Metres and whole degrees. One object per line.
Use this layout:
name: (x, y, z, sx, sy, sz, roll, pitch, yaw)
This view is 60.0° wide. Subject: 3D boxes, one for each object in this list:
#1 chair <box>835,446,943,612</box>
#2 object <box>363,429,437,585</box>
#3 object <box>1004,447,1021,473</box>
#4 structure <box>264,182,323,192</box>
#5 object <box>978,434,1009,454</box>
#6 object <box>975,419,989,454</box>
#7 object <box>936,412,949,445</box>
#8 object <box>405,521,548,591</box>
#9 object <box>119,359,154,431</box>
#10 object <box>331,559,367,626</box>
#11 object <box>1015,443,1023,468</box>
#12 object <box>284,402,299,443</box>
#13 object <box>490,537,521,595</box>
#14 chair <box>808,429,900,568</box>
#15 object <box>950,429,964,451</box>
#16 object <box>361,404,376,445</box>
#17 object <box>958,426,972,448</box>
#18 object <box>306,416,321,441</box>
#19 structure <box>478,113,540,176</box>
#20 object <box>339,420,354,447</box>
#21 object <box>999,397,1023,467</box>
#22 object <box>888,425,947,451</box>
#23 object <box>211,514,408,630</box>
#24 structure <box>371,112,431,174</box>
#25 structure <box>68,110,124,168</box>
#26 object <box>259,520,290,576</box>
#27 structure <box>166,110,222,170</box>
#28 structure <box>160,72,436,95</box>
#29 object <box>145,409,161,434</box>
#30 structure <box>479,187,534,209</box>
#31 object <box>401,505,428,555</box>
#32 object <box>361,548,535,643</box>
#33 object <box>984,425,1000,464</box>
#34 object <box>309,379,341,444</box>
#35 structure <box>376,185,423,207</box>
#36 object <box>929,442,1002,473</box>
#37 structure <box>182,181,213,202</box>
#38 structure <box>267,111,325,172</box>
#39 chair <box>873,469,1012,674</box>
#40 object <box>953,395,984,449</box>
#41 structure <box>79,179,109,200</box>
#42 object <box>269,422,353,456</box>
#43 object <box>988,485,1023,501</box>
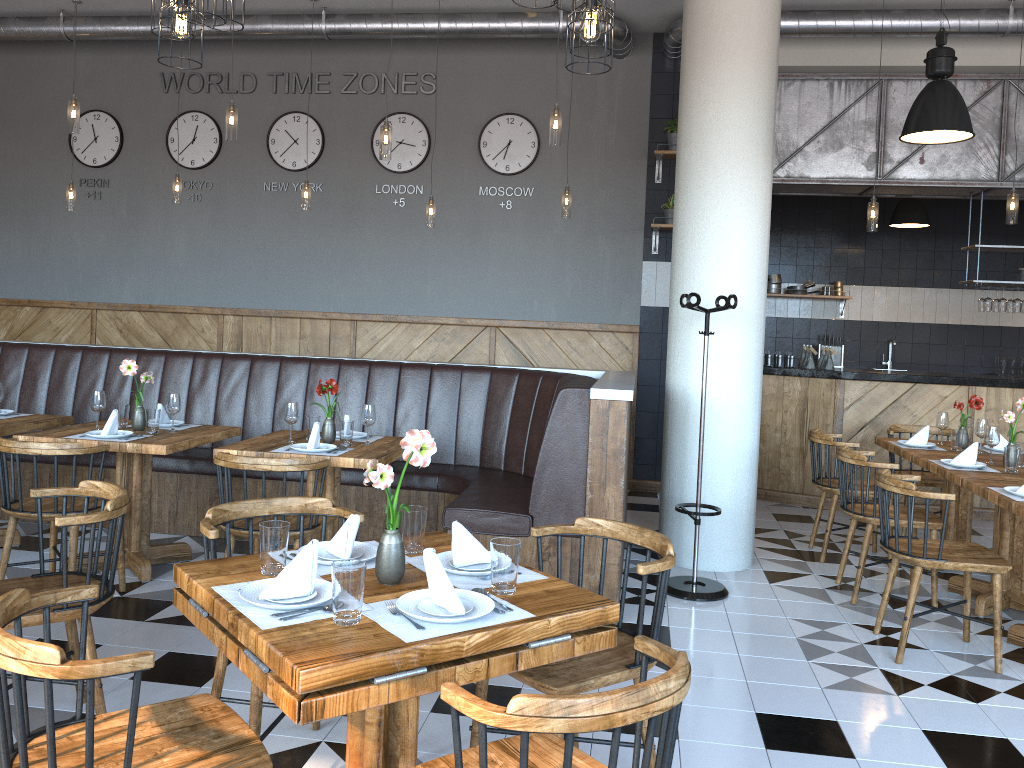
chair: (2.099, 0.791, 4.989, 0.550, 0.816, 0.520, 3, 2, 8)
object: (-0.289, 0.319, 2.288, 0.146, 0.399, 0.206, 3, 2, 28)
object: (2.691, 0.409, 4.770, 0.080, 0.132, 0.080, 4, 3, 38)
structure: (-2.061, -1.859, 8.369, 0.583, 0.079, 0.021, 3, 2, 8)
object: (3.161, 0.363, 5.694, 0.272, 0.137, 0.352, 3, 4, 8)
object: (2.927, 0.326, 5.521, 0.081, 0.215, 0.081, 2, 2, 0)
object: (2.876, 0.296, 5.924, 0.081, 0.215, 0.081, 2, 2, 0)
object: (-0.108, 0.446, 2.469, 0.272, 0.137, 0.353, 0, 4, -36)
object: (-2.092, 0.059, 4.928, 0.146, 0.399, 0.207, 3, 2, 11)
object: (-0.369, 0.470, 1.994, 0.080, 0.132, 0.080, 2, 2, -17)
object: (2.850, 0.401, 4.984, 0.080, 0.132, 0.080, 3, 2, 23)
object: (-1.179, 0.205, 4.732, 0.081, 0.215, 0.081, 3, 2, 17)
object: (-0.019, 0.467, 2.263, 0.080, 0.132, 0.080, 2, 2, -17)
chair: (2.226, 0.737, 5.847, 0.550, 0.816, 0.520, 3, 2, 8)
object: (2.817, 0.356, 5.613, 0.080, 0.132, 0.080, 4, 3, 38)
object: (-0.776, 0.218, 4.783, 0.081, 0.215, 0.081, 2, 2, -23)
object: (2.976, 0.348, 5.827, 0.080, 0.132, 0.080, 3, 2, 23)
object: (-1.089, 0.242, 4.841, 0.080, 0.132, 0.080, 3, 2, 8)
structure: (-0.027, -2.177, 8.046, 0.561, 0.560, 0.046, 3, 2, 8)
object: (-0.876, 0.263, 4.682, 0.080, 0.132, 0.080, 2, 2, -7)
object: (2.784, 0.271, 4.885, 0.206, 0.399, 0.146, 1, 2, -33)
object: (2.643, 0.335, 5.780, 0.272, 0.137, 0.352, 3, 4, 8)
object: (-0.480, 0.440, 2.326, 0.577, 0.137, 0.583, 0, 5, -37)
structure: (-1.028, -2.230, 8.194, 0.561, 0.560, 0.046, 3, 2, 8)
structure: (-4.058, -2.390, 8.643, 0.561, 0.560, 0.046, 3, 2, 8)
object: (-0.629, 0.435, 2.342, 0.080, 0.132, 0.080, 1, 2, -27)
structure: (-3.048, -2.337, 8.493, 0.561, 0.560, 0.046, 3, 2, 8)
structure: (-2.042, -2.831, 8.340, 2.729, 0.199, 0.033, 3, 2, 8)
object: (-1.964, 0.205, 4.843, 0.080, 0.132, 0.080, 3, 2, 13)
structure: (-0.051, -1.692, 8.072, 0.498, 0.199, 0.021, 3, 2, 8)
object: (-0.291, 0.431, 2.609, 0.080, 0.132, 0.080, 1, 2, -27)
object: (-0.160, 0.470, 2.094, 0.352, 0.137, 0.272, 0, 4, -36)
object: (2.750, 0.349, 5.080, 0.081, 0.215, 0.081, 2, 2, 0)
object: (-0.993, 0.143, 4.718, 0.156, 0.355, 0.171, 3, 2, 11)
structure: (-1.044, -1.745, 8.219, 0.443, 0.199, 0.021, 3, 2, 8)
object: (2.518, 0.388, 4.936, 0.272, 0.137, 0.352, 3, 4, 8)
structure: (-3.054, -1.851, 8.517, 0.369, 0.199, 0.021, 3, 2, 8)
structure: (-2.038, -2.283, 8.344, 0.561, 0.560, 0.046, 3, 2, 8)
chair: (1.971, 0.844, 4.132, 0.550, 0.816, 0.520, 3, 2, 8)
object: (2.931, 0.245, 5.684, 0.156, 0.355, 0.171, 1, 3, -44)
structure: (-4.087, -1.906, 8.670, 0.305, 0.197, 0.021, 3, 2, 8)
object: (-1.009, 0.267, 4.497, 0.352, 0.137, 0.272, 3, 4, 8)
object: (2.387, 0.443, 4.056, 0.272, 0.137, 0.352, 3, 4, 8)
